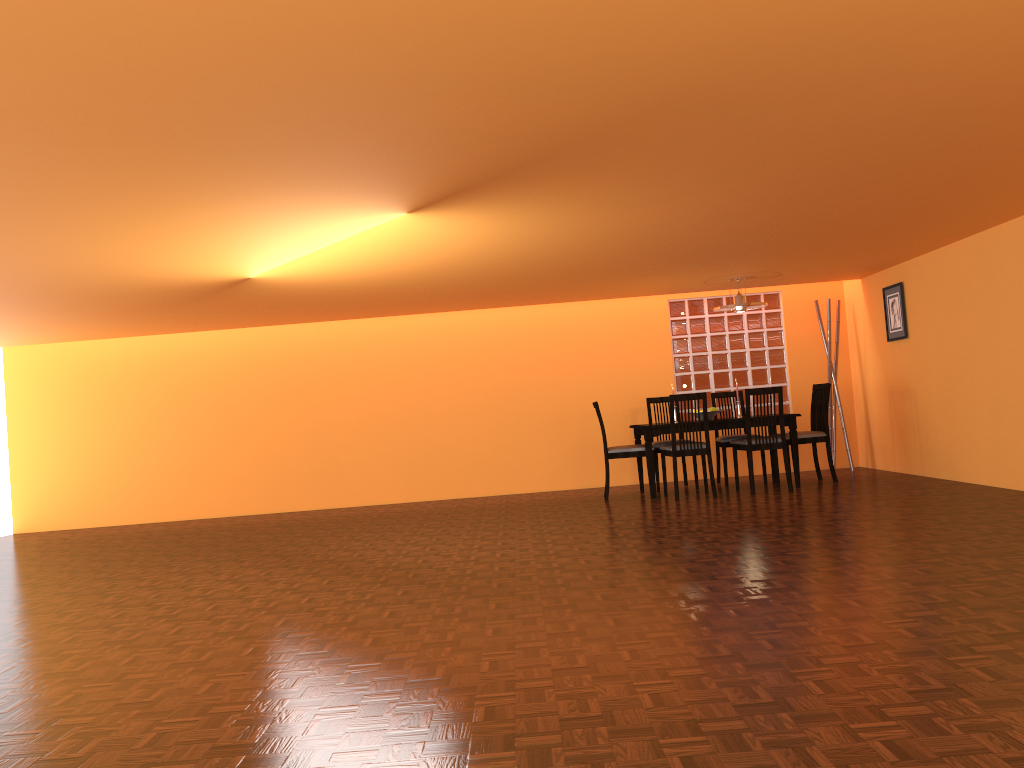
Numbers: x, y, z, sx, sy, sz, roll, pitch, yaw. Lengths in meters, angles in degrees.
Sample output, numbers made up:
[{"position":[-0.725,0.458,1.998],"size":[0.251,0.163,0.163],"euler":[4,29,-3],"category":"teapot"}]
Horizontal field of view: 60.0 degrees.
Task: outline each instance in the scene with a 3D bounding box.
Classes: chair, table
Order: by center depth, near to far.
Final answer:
[{"position":[1.939,0.436,6.910],"size":[0.373,0.809,0.465],"euler":[-5,-2,0],"category":"chair"},{"position":[1.364,0.482,6.910],"size":[0.373,0.809,0.465],"euler":[-5,-2,0],"category":"chair"},{"position":[1.655,0.584,7.259],"size":[1.259,0.584,0.697],"euler":[-5,-2,0],"category":"table"},{"position":[2.383,0.414,7.284],"size":[0.465,0.809,0.373],"euler":[-4,-2,-5],"category":"chair"},{"position":[0.925,0.530,7.290],"size":[0.465,0.809,0.373],"euler":[-5,-2,5],"category":"chair"},{"position":[1.367,0.509,7.675],"size":[0.373,0.809,0.465],"euler":[-5,-2,0],"category":"chair"},{"position":[1.941,0.463,7.676],"size":[0.373,0.809,0.465],"euler":[-5,-2,0],"category":"chair"}]

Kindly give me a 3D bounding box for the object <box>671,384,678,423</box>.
[{"position":[1.317,0.152,7.206],"size":[0.044,0.326,0.044],"euler":[-4,-2,-11],"category":"object"}]

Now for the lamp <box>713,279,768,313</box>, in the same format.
[{"position":[1.871,-0.730,7.305],"size":[0.435,0.274,0.435],"euler":[-5,-2,22],"category":"lamp"}]

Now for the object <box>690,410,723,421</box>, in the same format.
[{"position":[1.588,0.261,7.283],"size":[0.337,0.072,0.337],"euler":[-3,-2,-34],"category":"object"}]

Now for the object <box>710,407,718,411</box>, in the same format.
[{"position":[1.658,0.220,7.287],"size":[0.069,0.066,0.069],"euler":[-5,-2,10],"category":"object"}]

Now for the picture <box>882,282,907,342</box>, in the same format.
[{"position":[3.150,-0.587,7.301],"size":[0.014,0.456,0.361],"euler":[-5,-2,0],"category":"picture"}]

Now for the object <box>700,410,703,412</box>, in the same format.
[{"position":[1.545,0.239,7.219],"size":[0.046,0.046,0.055],"euler":[-3,-3,-37],"category":"object"}]

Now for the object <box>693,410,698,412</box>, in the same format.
[{"position":[1.499,0.232,7.242],"size":[0.055,0.046,0.046],"euler":[-4,-2,-17],"category":"object"}]

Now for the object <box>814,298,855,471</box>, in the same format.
[{"position":[2.946,0.010,8.094],"size":[0.226,1.589,0.308],"euler":[-5,-2,22],"category":"object"}]

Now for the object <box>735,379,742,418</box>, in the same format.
[{"position":[1.857,0.112,7.291],"size":[0.044,0.326,0.044],"euler":[-4,-2,-11],"category":"object"}]
